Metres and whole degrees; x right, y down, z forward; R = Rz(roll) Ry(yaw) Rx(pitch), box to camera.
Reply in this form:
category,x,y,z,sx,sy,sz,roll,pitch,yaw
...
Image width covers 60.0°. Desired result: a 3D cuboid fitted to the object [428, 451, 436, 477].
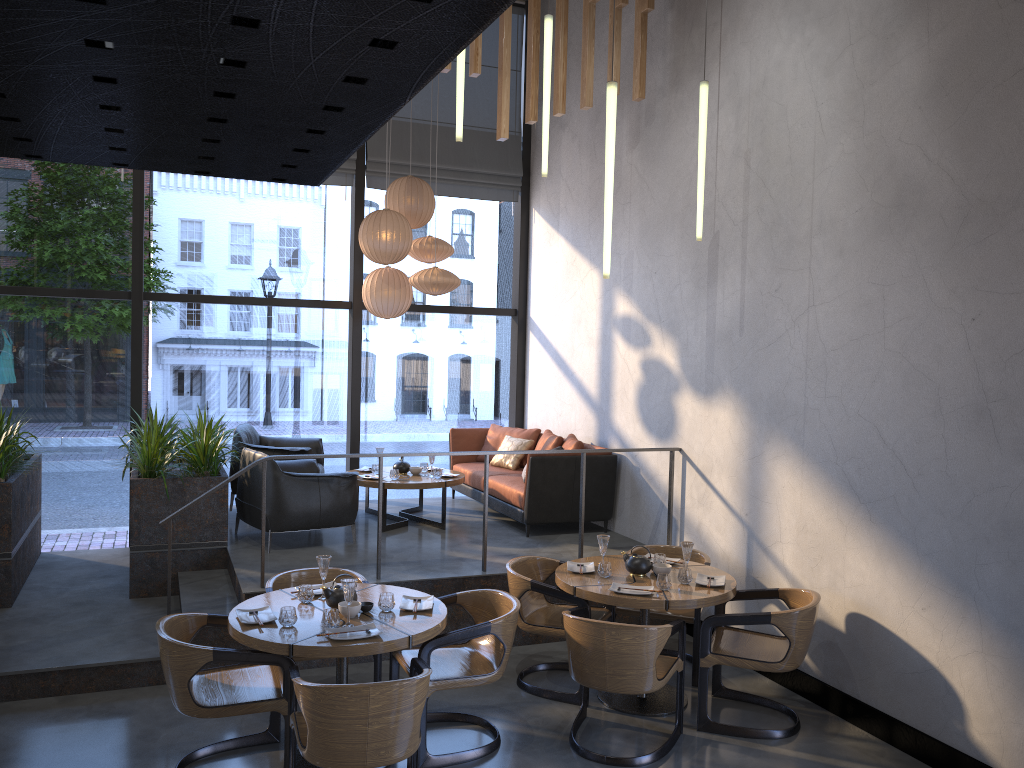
category,x,y,z,sx,sy,sz,roll,pitch,yaw
object,-0.716,0.718,7.919,0.082,0.227,0.082,2,2,21

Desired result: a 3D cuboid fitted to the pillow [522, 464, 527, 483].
category,x,y,z,sx,sy,sz,roll,pitch,yaw
pillow,0.196,0.750,8.043,0.203,0.263,0.332,1,2,-2

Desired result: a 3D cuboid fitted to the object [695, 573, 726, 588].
category,x,y,z,sx,sy,sz,roll,pitch,yaw
object,1.179,1.177,5.274,0.170,0.025,0.294,2,2,16

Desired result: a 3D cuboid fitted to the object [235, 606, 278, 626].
category,x,y,z,sx,sy,sz,roll,pitch,yaw
object,-1.252,1.147,4.354,0.170,0.025,0.294,1,2,-25

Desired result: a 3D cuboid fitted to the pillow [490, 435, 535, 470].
category,x,y,z,sx,sy,sz,roll,pitch,yaw
pillow,-0.010,0.686,8.922,0.289,0.311,0.393,0,3,-42

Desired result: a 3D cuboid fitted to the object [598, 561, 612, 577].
category,x,y,z,sx,sy,sz,roll,pitch,yaw
object,0.563,1.126,5.378,0.086,0.086,0.086,2,2,1

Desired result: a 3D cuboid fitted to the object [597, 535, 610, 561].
category,x,y,z,sx,sy,sz,roll,pitch,yaw
object,0.562,1.052,5.481,0.082,0.227,0.082,3,3,40

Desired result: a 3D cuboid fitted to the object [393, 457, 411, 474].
category,x,y,z,sx,sy,sz,roll,pitch,yaw
object,-1.007,0.728,8.099,0.168,0.179,0.163,3,2,34

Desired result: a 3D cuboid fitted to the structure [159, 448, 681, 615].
category,x,y,z,sx,sy,sz,roll,pitch,yaw
structure,-2.397,-0.161,0.477,11.718,4.117,9.054,1,2,-22

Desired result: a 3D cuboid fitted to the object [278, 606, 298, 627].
category,x,y,z,sx,sy,sz,roll,pitch,yaw
object,-1.080,1.123,4.275,0.086,0.086,0.086,2,2,3

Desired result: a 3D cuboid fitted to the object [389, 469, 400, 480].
category,x,y,z,sx,sy,sz,roll,pitch,yaw
object,-1.021,0.788,7.712,0.086,0.086,0.086,1,2,-18

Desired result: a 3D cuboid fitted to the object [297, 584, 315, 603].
category,x,y,z,sx,sy,sz,roll,pitch,yaw
object,-1.089,1.109,4.682,0.086,0.086,0.086,0,3,-40

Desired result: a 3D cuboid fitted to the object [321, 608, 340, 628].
category,x,y,z,sx,sy,sz,roll,pitch,yaw
object,-0.870,1.129,4.258,0.086,0.086,0.086,2,2,3

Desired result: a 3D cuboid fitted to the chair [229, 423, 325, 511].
category,x,y,z,sx,sy,sz,roll,pitch,yaw
chair,-2.199,0.758,8.325,0.833,0.743,1.030,1,2,-8

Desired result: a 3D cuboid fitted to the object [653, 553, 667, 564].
category,x,y,z,sx,sy,sz,roll,pitch,yaw
object,0.940,1.127,5.639,0.086,0.086,0.086,0,2,-28

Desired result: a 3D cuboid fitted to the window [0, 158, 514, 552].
category,x,y,z,sx,sy,sz,roll,pitch,yaw
window,-3.076,-0.988,1.657,12.739,5.897,12.900,1,2,-22

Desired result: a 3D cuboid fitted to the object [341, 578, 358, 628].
category,x,y,z,sx,sy,sz,roll,pitch,yaw
object,-0.790,1.059,4.291,0.082,0.227,0.082,3,3,37

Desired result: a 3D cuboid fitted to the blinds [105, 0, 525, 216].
category,x,y,z,sx,sy,sz,roll,pitch,yaw
blinds,-7.135,-2.941,3.045,8.760,2.314,17.610,2,2,21

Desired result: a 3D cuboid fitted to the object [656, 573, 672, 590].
category,x,y,z,sx,sy,sz,roll,pitch,yaw
object,0.876,1.144,5.119,0.086,0.086,0.086,3,3,40

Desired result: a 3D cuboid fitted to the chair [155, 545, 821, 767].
category,x,y,z,sx,sy,sz,roll,pitch,yaw
chair,-2.504,1.560,2.720,9.749,0.759,4.352,1,2,-21

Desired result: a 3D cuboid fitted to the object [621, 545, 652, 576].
category,x,y,z,sx,sy,sz,roll,pitch,yaw
object,0.777,1.082,5.465,0.168,0.179,0.163,1,2,-18

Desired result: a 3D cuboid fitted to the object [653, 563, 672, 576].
category,x,y,z,sx,sy,sz,roll,pitch,yaw
object,0.919,1.144,5.434,0.116,0.065,0.116,2,2,3

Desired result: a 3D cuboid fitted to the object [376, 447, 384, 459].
category,x,y,z,sx,sy,sz,roll,pitch,yaw
object,-1.215,0.697,8.152,0.082,0.227,0.082,0,3,-40

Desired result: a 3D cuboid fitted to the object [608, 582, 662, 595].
category,x,y,z,sx,sy,sz,roll,pitch,yaw
object,0.705,1.173,5.042,0.294,0.025,0.170,2,2,16

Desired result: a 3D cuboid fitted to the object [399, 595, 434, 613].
category,x,y,z,sx,sy,sz,roll,pitch,yaw
object,-0.499,1.156,4.639,0.170,0.025,0.294,1,2,-3

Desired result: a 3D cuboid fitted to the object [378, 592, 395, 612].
category,x,y,z,sx,sy,sz,roll,pitch,yaw
object,-0.646,1.124,4.568,0.086,0.086,0.086,1,2,-20

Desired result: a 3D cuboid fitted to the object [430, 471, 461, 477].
category,x,y,z,sx,sy,sz,roll,pitch,yaw
object,-0.586,0.820,7.990,0.170,0.025,0.294,0,3,-42

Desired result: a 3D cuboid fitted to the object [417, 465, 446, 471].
category,x,y,z,sx,sy,sz,roll,pitch,yaw
object,-0.747,0.802,8.388,0.170,0.025,0.294,0,3,-42

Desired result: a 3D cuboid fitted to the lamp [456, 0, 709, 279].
category,x,y,z,sx,sy,sz,roll,pitch,yaw
lamp,-1.161,-5.040,0.155,8.975,10.231,8.774,1,2,-24

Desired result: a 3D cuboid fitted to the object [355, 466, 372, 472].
category,x,y,z,sx,sy,sz,roll,pitch,yaw
object,-1.341,0.793,8.208,0.170,0.025,0.294,2,2,14

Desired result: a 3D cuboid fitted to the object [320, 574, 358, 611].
category,x,y,z,sx,sy,sz,roll,pitch,yaw
object,-0.881,1.071,4.579,0.168,0.179,0.163,2,2,16

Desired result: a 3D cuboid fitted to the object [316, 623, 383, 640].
category,x,y,z,sx,sy,sz,roll,pitch,yaw
object,-0.767,1.167,4.148,0.294,0.025,0.170,1,2,-25

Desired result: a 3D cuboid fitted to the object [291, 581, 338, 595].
category,x,y,z,sx,sy,sz,roll,pitch,yaw
object,-1.074,1.133,4.873,0.294,0.025,0.170,0,3,-37

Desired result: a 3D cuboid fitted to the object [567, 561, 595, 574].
category,x,y,z,sx,sy,sz,roll,pitch,yaw
object,0.429,1.149,5.515,0.170,0.025,0.294,2,2,3

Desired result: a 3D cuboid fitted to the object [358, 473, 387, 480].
category,x,y,z,sx,sy,sz,roll,pitch,yaw
object,-1.208,0.813,7.738,0.170,0.025,0.294,0,3,-42

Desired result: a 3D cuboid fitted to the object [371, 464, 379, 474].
category,x,y,z,sx,sy,sz,roll,pitch,yaw
object,-1.233,0.771,8.050,0.086,0.086,0.086,2,2,15

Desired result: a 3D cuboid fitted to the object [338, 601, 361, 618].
category,x,y,z,sx,sy,sz,roll,pitch,yaw
object,-0.814,1.135,4.449,0.116,0.065,0.116,0,3,-43

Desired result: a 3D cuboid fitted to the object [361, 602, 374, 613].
category,x,y,z,sx,sy,sz,roll,pitch,yaw
object,-0.747,1.145,4.537,0.080,0.042,0.080,3,2,32

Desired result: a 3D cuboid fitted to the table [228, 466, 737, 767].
category,x,y,z,sx,sy,sz,roll,pitch,yaw
table,-3.722,1.382,3.897,10.659,0.968,6.876,1,2,-22

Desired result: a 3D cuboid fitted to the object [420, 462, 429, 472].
category,x,y,z,sx,sy,sz,roll,pitch,yaw
object,-0.816,0.775,8.240,0.086,0.086,0.086,1,2,-18

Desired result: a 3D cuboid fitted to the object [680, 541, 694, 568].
category,x,y,z,sx,sy,sz,roll,pitch,yaw
object,1.053,1.069,5.346,0.082,0.227,0.082,1,2,0

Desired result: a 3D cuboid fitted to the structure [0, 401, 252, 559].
category,x,y,z,sx,sy,sz,roll,pitch,yaw
structure,-5.935,1.094,1.406,4.306,1.608,15.715,2,2,16

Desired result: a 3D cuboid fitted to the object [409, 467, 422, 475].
category,x,y,z,sx,sy,sz,roll,pitch,yaw
object,-0.873,0.791,8.042,0.116,0.065,0.116,2,2,8

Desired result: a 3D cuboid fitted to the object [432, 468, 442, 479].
category,x,y,z,sx,sy,sz,roll,pitch,yaw
object,-0.662,0.792,7.858,0.086,0.086,0.086,1,2,-18

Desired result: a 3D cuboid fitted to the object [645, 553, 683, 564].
category,x,y,z,sx,sy,sz,roll,pitch,yaw
object,0.983,1.153,5.797,0.294,0.025,0.170,3,3,38

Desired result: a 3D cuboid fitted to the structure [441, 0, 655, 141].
category,x,y,z,sx,sy,sz,roll,pitch,yaw
structure,-1.935,-0.923,0.516,10.399,5.894,10.127,1,2,-22

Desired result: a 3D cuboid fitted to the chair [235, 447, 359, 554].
category,x,y,z,sx,sy,sz,roll,pitch,yaw
chair,-1.761,0.887,7.185,0.833,0.743,1.030,0,3,-37

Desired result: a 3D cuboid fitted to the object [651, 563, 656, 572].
category,x,y,z,sx,sy,sz,roll,pitch,yaw
object,0.897,1.151,5.542,0.080,0.042,0.080,0,3,-40

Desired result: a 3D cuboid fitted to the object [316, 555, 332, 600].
category,x,y,z,sx,sy,sz,roll,pitch,yaw
object,-1.009,1.037,4.750,0.082,0.227,0.082,1,2,-1

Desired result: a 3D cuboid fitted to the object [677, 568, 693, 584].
category,x,y,z,sx,sy,sz,roll,pitch,yaw
object,1.027,1.142,5.267,0.086,0.086,0.086,3,3,44

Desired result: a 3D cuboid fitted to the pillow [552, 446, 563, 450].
category,x,y,z,sx,sy,sz,roll,pitch,yaw
pillow,0.294,0.730,7.775,0.242,0.345,0.418,2,2,18
